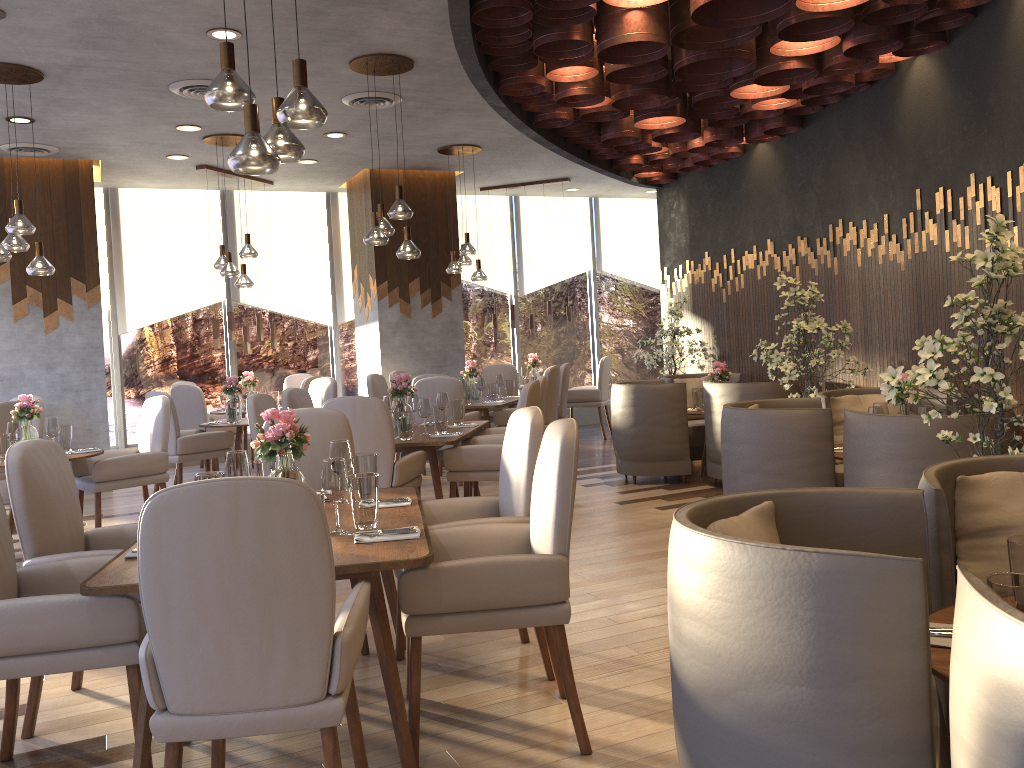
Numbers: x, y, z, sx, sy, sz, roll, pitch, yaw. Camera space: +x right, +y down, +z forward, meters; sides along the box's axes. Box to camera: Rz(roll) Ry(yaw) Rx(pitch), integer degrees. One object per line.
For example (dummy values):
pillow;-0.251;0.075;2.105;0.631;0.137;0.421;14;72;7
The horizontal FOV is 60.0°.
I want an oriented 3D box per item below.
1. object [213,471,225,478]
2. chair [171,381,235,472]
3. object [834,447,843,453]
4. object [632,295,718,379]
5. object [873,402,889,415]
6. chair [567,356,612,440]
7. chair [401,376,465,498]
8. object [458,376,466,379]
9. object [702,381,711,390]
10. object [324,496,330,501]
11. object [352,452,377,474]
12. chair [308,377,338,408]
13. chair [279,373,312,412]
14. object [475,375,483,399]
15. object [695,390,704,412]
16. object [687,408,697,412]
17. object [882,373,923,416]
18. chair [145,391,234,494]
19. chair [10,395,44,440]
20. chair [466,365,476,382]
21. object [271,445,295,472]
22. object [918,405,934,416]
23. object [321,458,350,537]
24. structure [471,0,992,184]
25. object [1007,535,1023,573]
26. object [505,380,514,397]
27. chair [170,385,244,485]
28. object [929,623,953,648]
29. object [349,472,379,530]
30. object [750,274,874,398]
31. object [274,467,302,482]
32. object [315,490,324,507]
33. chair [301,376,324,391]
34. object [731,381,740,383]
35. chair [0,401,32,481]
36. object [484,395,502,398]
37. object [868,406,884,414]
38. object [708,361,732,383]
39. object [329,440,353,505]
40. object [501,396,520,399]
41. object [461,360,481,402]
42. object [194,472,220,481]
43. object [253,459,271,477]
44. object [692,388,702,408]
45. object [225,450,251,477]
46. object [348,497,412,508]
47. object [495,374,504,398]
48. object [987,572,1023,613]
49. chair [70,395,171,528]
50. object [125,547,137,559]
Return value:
object;-1.085;0.412;3.199;0.102;0.178;0.102;-3;2;-3
chair;-3.378;0.460;9.756;0.599;1.000;0.529;-3;2;18
object;1.829;0.354;4.825;0.255;0.019;0.157;-2;3;14
object;1.624;-0.082;8.938;0.747;1.615;0.788;-4;1;-19
object;2.035;0.226;4.888;0.092;0.244;0.092;-4;1;-31
chair;0.929;0.166;10.907;0.599;1.000;0.529;-3;2;18
chair;-0.603;0.452;6.930;0.528;1.000;0.600;-3;2;6
object;-0.515;0.043;9.193;0.092;0.244;0.092;-2;2;43
object;1.729;0.094;7.822;0.092;0.244;0.092;-2;2;42
object;-0.812;0.457;3.578;0.157;0.019;0.255;-4;3;-11
object;-0.585;0.368;3.527;0.102;0.178;0.102;-2;2;39
chair;-1.973;0.450;8.436;0.528;1.000;0.600;-2;2;42
chair;-2.557;0.395;10.143;0.528;1.000;0.600;-3;2;22
object;-0.335;0.029;9.268;0.092;0.244;0.092;-3;1;-5
object;1.611;0.147;7.542;0.102;0.178;0.102;-2;2;23
object;1.557;0.222;7.699;0.255;0.019;0.157;-3;3;-3
object;2.093;0.145;4.737;0.198;0.415;0.210;-3;1;-12
chair;-2.763;0.537;7.588;0.528;1.000;0.600;-2;2;41
chair;-4.455;0.619;7.784;0.528;1.000;0.600;-3;2;19
chair;-0.284;0.211;11.327;0.599;1.000;0.529;-3;2;18
object;-0.882;0.356;3.423;0.092;0.244;0.092;-3;1;-9
object;2.152;0.235;4.589;0.092;0.244;0.092;-2;2;38
object;-0.572;0.367;2.884;0.092;0.244;0.092;-2;2;34
structure;1.171;-2.107;4.827;2.754;0.556;9.464;-3;3;5
object;1.206;0.449;2.049;0.102;0.178;0.102;-4;2;-23
object;-0.022;0.047;9.229;0.102;0.178;0.102;-2;2;45
chair;-3.087;0.484;8.966;0.528;1.000;0.600;-2;2;25
object;1.024;0.545;1.923;0.255;0.019;0.158;-2;3;24
object;-0.492;0.391;2.961;0.102;0.178;0.102;-3;2;9
object;2.079;0.035;6.145;0.788;1.615;0.747;-3;1;2
object;-0.683;0.381;2.718;0.092;0.244;0.092;-3;1;-4
object;-0.606;0.414;2.639;0.102;0.178;0.102;-4;2;-30
chair;-2.262;0.421;9.327;0.599;1.000;0.529;-3;2;22
object;1.914;0.097;7.570;0.092;0.244;0.092;-3;1;15
chair;-4.128;0.642;6.981;0.599;1.000;0.529;-3;2;22
object;-0.203;0.129;9.378;0.157;0.019;0.255;-2;3;15
object;1.933;0.242;4.699;0.092;0.244;0.092;-2;2;34
object;1.822;0.009;7.707;0.210;0.415;0.198;-2;2;43
object;-0.664;0.343;3.450;0.092;0.244;0.092;-3;1;-5
object;-0.022;0.135;9.064;0.255;0.019;0.157;-2;3;19
object;-0.404;-0.032;8.933;0.210;0.415;0.198;-2;2;43
object;-0.925;0.395;2.710;0.092;0.244;0.092;-4;2;-34
object;-0.962;0.390;3.497;0.102;0.178;0.102;-3;2;-5
object;1.657;0.126;7.903;0.102;0.178;0.102;-3;2;0
object;-1.011;0.371;3.276;0.092;0.244;0.092;-3;1;11
object;-0.510;0.451;3.378;0.255;0.019;0.157;-4;3;-8
object;-0.128;0.021;9.194;0.092;0.244;0.092;-4;1;-29
object;1.002;0.475;1.756;0.102;0.178;0.102;-3;2;20
chair;-2.726;0.602;6.256;0.600;1.000;0.528;-5;2;-43
object;-1.069;0.512;2.783;0.255;0.019;0.157;-4;3;-9
